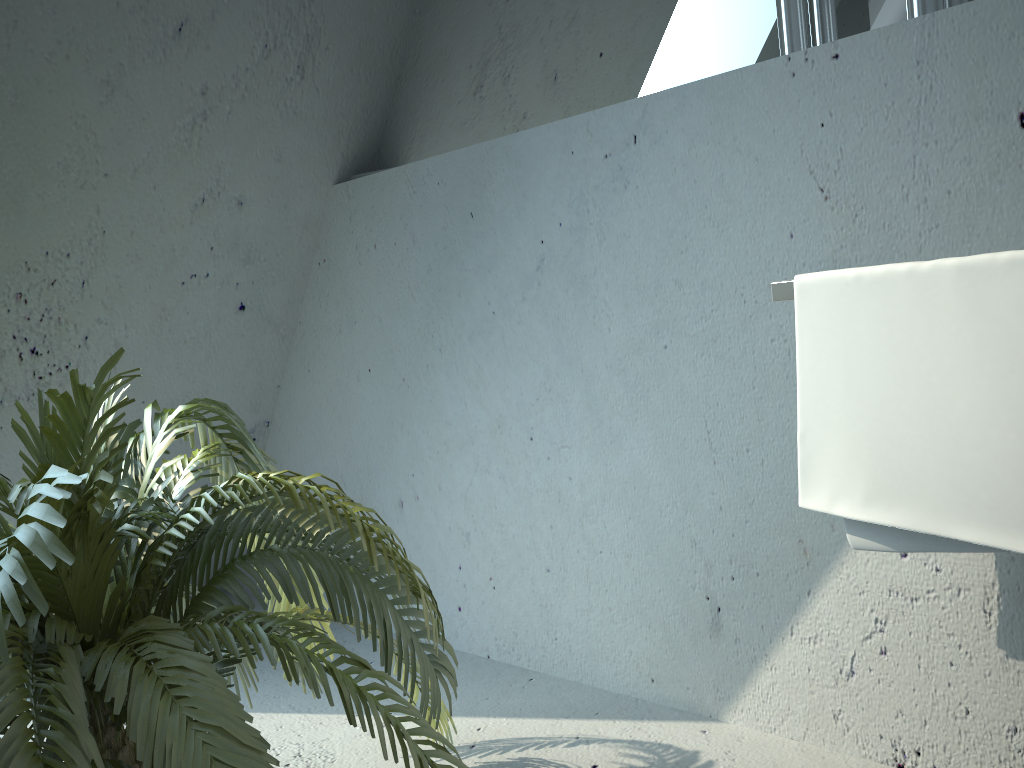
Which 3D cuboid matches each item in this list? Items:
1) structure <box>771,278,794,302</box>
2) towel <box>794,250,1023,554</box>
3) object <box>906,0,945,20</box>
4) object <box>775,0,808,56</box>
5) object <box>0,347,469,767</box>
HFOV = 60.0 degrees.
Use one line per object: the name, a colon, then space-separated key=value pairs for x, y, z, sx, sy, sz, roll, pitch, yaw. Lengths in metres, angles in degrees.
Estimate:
structure: x=0.633 y=-0.159 z=1.241 sx=0.480 sy=0.030 sz=0.206 roll=-2 pitch=9 yaw=43
towel: x=0.597 y=0.045 z=1.196 sx=0.455 sy=0.429 sz=0.063 roll=-1 pitch=9 yaw=44
object: x=0.624 y=-0.633 z=1.350 sx=0.052 sy=0.160 sz=0.052 roll=-4 pitch=7 yaw=28
object: x=0.465 y=-0.662 z=1.490 sx=0.045 sy=0.225 sz=0.045 roll=-4 pitch=7 yaw=28
object: x=-0.593 y=0.406 z=1.232 sx=1.132 sy=0.893 sz=1.112 roll=-5 pitch=7 yaw=21
